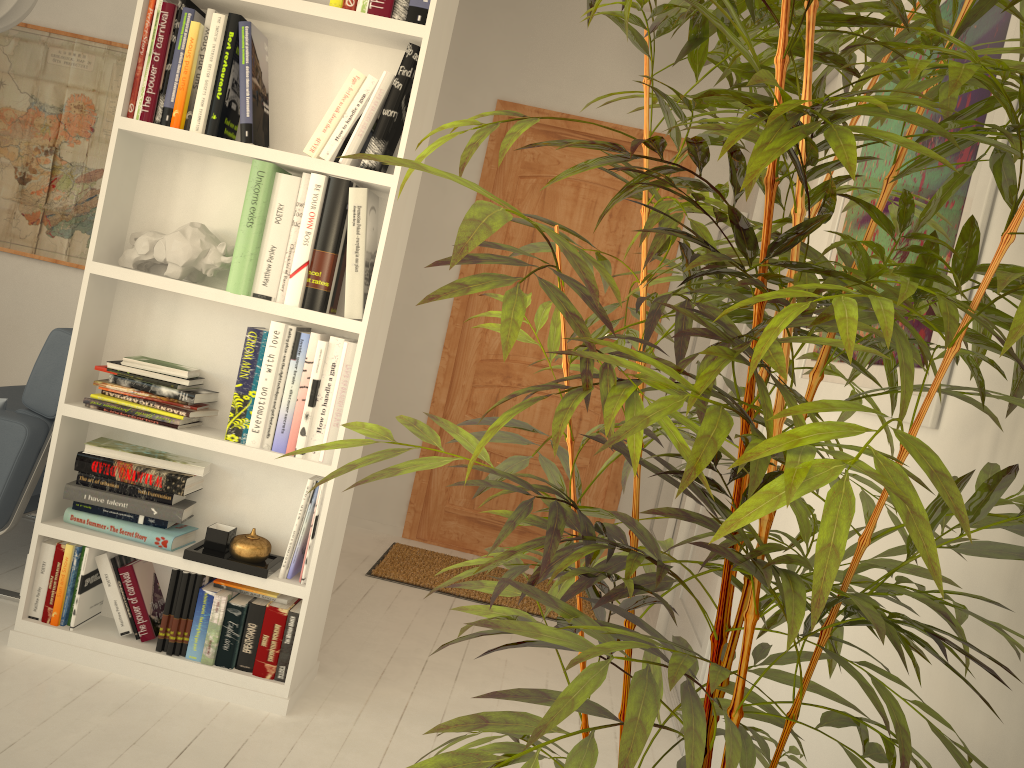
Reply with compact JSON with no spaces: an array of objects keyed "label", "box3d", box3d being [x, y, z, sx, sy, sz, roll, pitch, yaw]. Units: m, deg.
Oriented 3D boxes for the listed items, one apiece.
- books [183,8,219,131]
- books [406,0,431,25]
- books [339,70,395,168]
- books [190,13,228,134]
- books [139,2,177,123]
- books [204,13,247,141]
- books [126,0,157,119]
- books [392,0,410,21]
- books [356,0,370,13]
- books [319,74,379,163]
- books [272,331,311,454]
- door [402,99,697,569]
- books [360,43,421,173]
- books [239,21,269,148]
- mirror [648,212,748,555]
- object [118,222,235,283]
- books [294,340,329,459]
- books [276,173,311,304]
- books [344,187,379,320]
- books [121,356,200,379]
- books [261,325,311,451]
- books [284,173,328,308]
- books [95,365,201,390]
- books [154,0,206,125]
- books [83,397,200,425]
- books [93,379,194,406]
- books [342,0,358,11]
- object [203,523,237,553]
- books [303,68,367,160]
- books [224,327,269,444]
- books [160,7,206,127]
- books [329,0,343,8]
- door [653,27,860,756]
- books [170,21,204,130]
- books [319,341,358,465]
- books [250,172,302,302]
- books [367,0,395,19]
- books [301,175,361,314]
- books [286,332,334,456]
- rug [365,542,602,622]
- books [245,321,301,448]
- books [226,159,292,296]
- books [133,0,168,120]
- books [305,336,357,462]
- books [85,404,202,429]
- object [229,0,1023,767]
[{"label":"books","box3d":[-0.753,-0.762,2.245,0.020,0.304,0.193,13,3,3]},{"label":"books","box3d":[-0.193,-0.994,2.190,0.054,0.289,0.179,13,3,3]},{"label":"books","box3d":[-0.343,-0.641,2.222,0.092,0.244,0.197,13,3,3]},{"label":"books","box3d":[-0.729,-0.752,2.230,0.032,0.290,0.189,13,3,3]},{"label":"books","box3d":[-0.853,-0.780,2.243,0.032,0.291,0.203,13,3,3]},{"label":"books","box3d":[-0.696,-0.751,2.220,0.033,0.306,0.150,13,3,3]},{"label":"books","box3d":[-0.892,-0.796,2.258,0.021,0.301,0.222,13,3,3]},{"label":"books","box3d":[-0.236,-1.018,2.194,0.039,0.317,0.161,13,3,3]},{"label":"books","box3d":[-0.325,-1.030,2.206,0.029,0.301,0.185,13,3,3]},{"label":"books","box3d":[-0.389,-0.643,2.202,0.105,0.225,0.138,13,3,3]},{"label":"books","box3d":[-0.534,0.020,2.229,0.035,0.304,0.150,13,3,3]},{"label":"door","box3d":[0.170,-0.184,4.042,0.931,2.032,0.159,13,3,3]},{"label":"books","box3d":[-0.285,-0.666,2.210,0.092,0.319,0.179,13,3,3]},{"label":"books","box3d":[-0.635,-0.729,2.229,0.093,0.288,0.200,13,3,3]},{"label":"mirror","box3d":[0.752,0.003,3.656,0.029,1.370,0.500,13,3,3]},{"label":"object","box3d":[-0.823,-0.336,2.225,0.311,0.150,0.137,13,3,11]},{"label":"books","box3d":[-0.481,0.034,2.244,0.022,0.291,0.208,13,3,3]},{"label":"books","box3d":[-0.520,-0.356,2.259,0.023,0.321,0.235,13,3,3]},{"label":"books","box3d":[-0.367,-0.318,2.238,0.099,0.316,0.229,13,3,3]},{"label":"books","box3d":[-0.886,-0.044,2.253,0.166,0.019,0.127,12,3,-4]},{"label":"books","box3d":[-0.560,0.004,2.271,0.027,0.311,0.229,13,3,3]},{"label":"books","box3d":[-0.490,-0.349,2.243,0.037,0.324,0.240,13,3,3]},{"label":"books","box3d":[-0.916,-0.019,2.268,0.221,0.010,0.169,13,3,6]},{"label":"books","box3d":[-0.825,-0.787,2.241,0.021,0.317,0.179,13,3,3]},{"label":"books","box3d":[-0.930,0.063,2.261,0.247,0.014,0.173,13,3,2]},{"label":"books","box3d":[-0.920,0.019,2.256,0.238,0.012,0.120,12,3,-2]},{"label":"books","box3d":[-0.356,-1.038,2.213,0.039,0.301,0.199,13,3,3]},{"label":"object","box3d":[-0.739,0.389,2.246,0.058,0.055,0.058,13,3,3]},{"label":"books","box3d":[-0.423,-0.653,2.197,0.115,0.232,0.133,13,3,3]},{"label":"books","box3d":[-0.641,0.001,2.262,0.057,0.284,0.200,13,3,3]},{"label":"books","box3d":[-0.803,-0.768,2.238,0.030,0.289,0.200,13,3,3]},{"label":"books","box3d":[-0.389,-1.049,2.220,0.032,0.300,0.200,13,3,3]},{"label":"door","box3d":[0.779,0.024,2.856,0.166,2.032,0.955,13,3,3]},{"label":"books","box3d":[-0.781,-0.746,2.231,0.024,0.260,0.199,13,3,3]},{"label":"books","box3d":[-0.413,0.042,2.260,0.039,0.303,0.229,13,3,3]},{"label":"books","box3d":[-0.566,-0.357,2.243,0.065,0.311,0.200,13,3,3]},{"label":"books","box3d":[-0.284,-1.016,2.197,0.059,0.291,0.182,13,3,3]},{"label":"books","box3d":[-0.443,-0.341,2.236,0.056,0.327,0.202,13,3,3]},{"label":"books","box3d":[-0.501,0.021,2.259,0.025,0.305,0.213,13,3,3]},{"label":"rug","box3d":[-0.085,0.825,3.649,0.941,0.002,0.553,13,3,3]},{"label":"books","box3d":[-0.591,-0.003,2.270,0.037,0.311,0.241,13,3,3]},{"label":"books","box3d":[-0.624,-0.380,2.243,0.056,0.328,0.229,13,3,3]},{"label":"books","box3d":[-0.875,-0.791,2.251,0.015,0.300,0.207,13,3,3]},{"label":"books","box3d":[-0.450,0.034,2.231,0.037,0.307,0.161,13,3,3]},{"label":"books","box3d":[-0.927,0.076,2.264,0.247,0.009,0.170,13,3,6]},{"label":"object","box3d":[0.023,0.112,1.334,0.778,1.711,2.090,12,3,-16]}]
